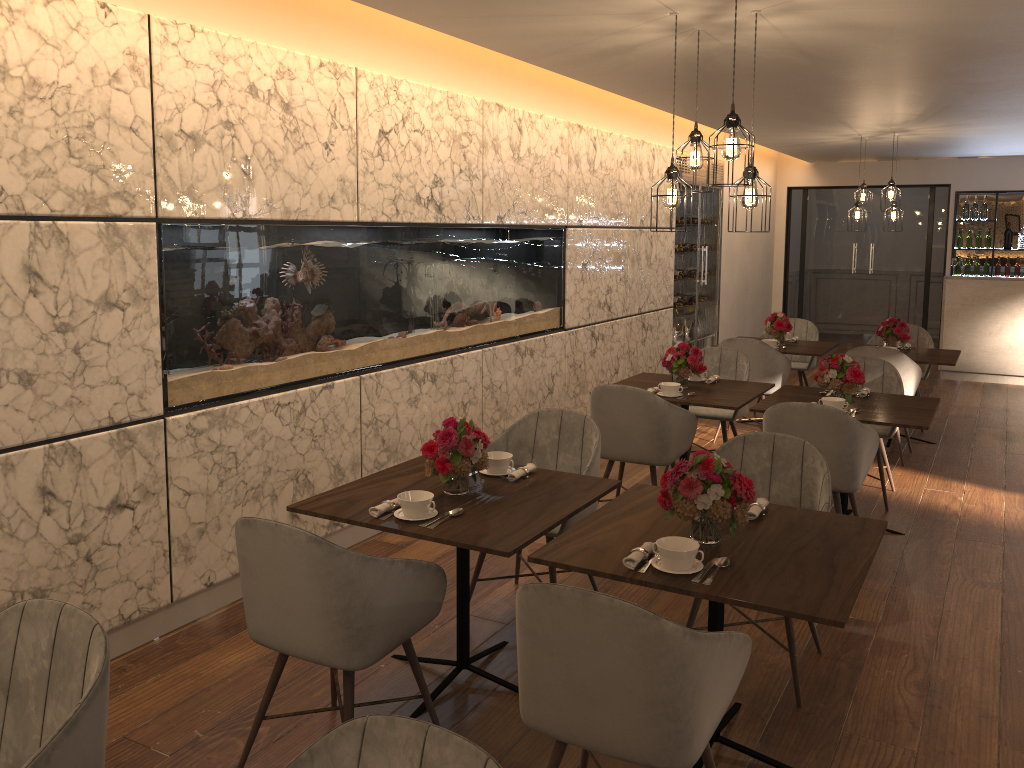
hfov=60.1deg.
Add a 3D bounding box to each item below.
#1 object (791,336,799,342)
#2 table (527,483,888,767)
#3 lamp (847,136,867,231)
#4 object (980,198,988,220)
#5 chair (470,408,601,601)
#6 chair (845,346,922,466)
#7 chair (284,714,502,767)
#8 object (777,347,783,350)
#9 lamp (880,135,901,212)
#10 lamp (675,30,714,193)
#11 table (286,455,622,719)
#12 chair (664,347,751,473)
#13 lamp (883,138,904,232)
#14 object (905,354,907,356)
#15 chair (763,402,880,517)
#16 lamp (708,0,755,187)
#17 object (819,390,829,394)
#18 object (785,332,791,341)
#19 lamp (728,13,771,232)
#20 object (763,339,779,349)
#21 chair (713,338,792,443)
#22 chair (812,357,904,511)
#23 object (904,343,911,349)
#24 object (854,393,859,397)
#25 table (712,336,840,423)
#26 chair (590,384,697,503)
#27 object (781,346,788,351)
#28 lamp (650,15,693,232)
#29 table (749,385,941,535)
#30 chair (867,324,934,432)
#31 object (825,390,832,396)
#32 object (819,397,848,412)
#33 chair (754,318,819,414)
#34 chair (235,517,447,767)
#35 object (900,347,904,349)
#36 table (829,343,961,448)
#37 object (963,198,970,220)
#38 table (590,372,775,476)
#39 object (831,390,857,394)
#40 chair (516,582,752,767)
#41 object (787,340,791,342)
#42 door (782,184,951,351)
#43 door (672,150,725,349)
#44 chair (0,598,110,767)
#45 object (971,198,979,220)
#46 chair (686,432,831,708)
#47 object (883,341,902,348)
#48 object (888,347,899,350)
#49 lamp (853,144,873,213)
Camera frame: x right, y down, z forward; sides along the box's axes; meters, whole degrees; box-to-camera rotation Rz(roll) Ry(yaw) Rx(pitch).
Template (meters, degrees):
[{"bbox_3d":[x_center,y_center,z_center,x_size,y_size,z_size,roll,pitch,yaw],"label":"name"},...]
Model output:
[{"bbox_3d":[2.520,-0.398,7.885,0.056,0.039,0.176,5,11,29],"label":"object"},{"bbox_3d":[0.653,0.843,2.850,0.898,0.716,0.901,5,10,29],"label":"table"},{"bbox_3d":[3.501,-2.570,8.858,0.175,2.057,0.176,4,8,30],"label":"lamp"},{"bbox_3d":[6.156,-2.292,11.536,0.075,0.308,0.075,-1,7,-14],"label":"object"},{"bbox_3d":[0.112,0.582,3.907,0.566,0.866,0.529,5,9,29],"label":"chair"},{"bbox_3d":[2.758,0.118,6.681,0.566,0.866,0.529,5,9,29],"label":"chair"},{"bbox_3d":[-0.262,1.031,1.293,0.566,0.866,0.529,5,9,29],"label":"chair"},{"bbox_3d":[2.235,-0.295,7.382,0.022,0.004,0.212,6,11,29],"label":"object"},{"bbox_3d":[3.687,-2.703,8.504,0.175,2.057,0.176,4,8,30],"label":"lamp"},{"bbox_3d":[0.899,-1.961,4.221,0.175,2.057,0.176,4,8,30],"label":"lamp"},{"bbox_3d":[-0.183,0.758,3.315,0.898,0.716,0.901,5,10,29],"label":"table"},{"bbox_3d":[1.372,0.203,6.143,0.566,0.866,0.529,5,9,29],"label":"chair"},{"bbox_3d":[3.846,-2.560,8.810,0.175,2.057,0.176,4,8,30],"label":"lamp"},{"bbox_3d":[3.064,-0.215,6.912,0.043,0.015,0.198,5,11,25],"label":"object"},{"bbox_3d":[1.547,0.482,4.533,0.566,0.866,0.529,5,9,29],"label":"chair"},{"bbox_3d":[0.923,-1.854,3.603,0.175,2.057,0.176,4,8,30],"label":"lamp"},{"bbox_3d":[1.892,0.045,5.367,0.043,0.015,0.198,5,11,25],"label":"object"},{"bbox_3d":[2.420,-0.424,7.938,0.148,0.072,0.149,-7,12,-38],"label":"object"},{"bbox_3d":[1.082,-1.711,3.910,0.175,2.057,0.176,4,8,30],"label":"lamp"},{"bbox_3d":[2.154,-0.332,7.393,0.148,0.072,0.149,-3,10,-18],"label":"object"},{"bbox_3d":[1.921,0.033,7.147,0.566,0.866,0.529,5,9,29],"label":"chair"},{"bbox_3d":[2.209,0.288,5.677,0.566,0.866,0.529,5,9,29],"label":"chair"},{"bbox_3d":[3.321,-0.316,7.439,0.056,0.039,0.176,5,11,29],"label":"object"},{"bbox_3d":[2.065,0.056,5.282,0.025,0.024,0.194,5,11,29],"label":"object"},{"bbox_3d":[2.288,0.016,7.699,0.898,0.716,0.901,5,10,29],"label":"table"},{"bbox_3d":[0.710,0.397,4.998,0.566,0.866,0.529,5,9,29],"label":"chair"},{"bbox_3d":[2.255,-0.297,7.362,0.043,0.015,0.198,6,11,32],"label":"object"},{"bbox_3d":[0.737,-1.722,3.958,0.175,2.057,0.176,4,8,30],"label":"lamp"},{"bbox_3d":[1.914,0.465,5.085,0.898,0.716,0.901,5,10,29],"label":"table"},{"bbox_3d":[3.420,-0.076,7.826,0.566,0.866,0.529,5,9,29],"label":"chair"},{"bbox_3d":[1.919,0.055,5.345,0.022,0.004,0.212,6,11,29],"label":"object"},{"bbox_3d":[1.734,0.117,4.781,0.148,0.072,0.149,-3,10,-18],"label":"object"},{"bbox_3d":[2.583,-0.161,8.291,0.566,0.866,0.529,5,9,29],"label":"chair"},{"bbox_3d":[-0.551,0.775,2.763,0.566,0.866,0.529,5,9,29],"label":"chair"},{"bbox_3d":[3.286,-0.311,7.448,0.025,0.024,0.194,5,11,29],"label":"object"},{"bbox_3d":[3.125,0.101,7.233,0.898,0.716,0.901,5,10,29],"label":"table"},{"bbox_3d":[5.974,-2.310,11.638,0.075,0.308,0.075,-4,8,-35],"label":"object"},{"bbox_3d":[1.077,0.380,5.550,0.898,0.716,0.901,5,10,29],"label":"table"},{"bbox_3d":[2.000,0.024,5.326,0.148,0.072,0.149,-3,10,-18],"label":"object"},{"bbox_3d":[0.286,0.861,2.297,0.566,0.866,0.529,5,9,29],"label":"chair"},{"bbox_3d":[2.485,-0.392,7.894,0.025,0.024,0.194,5,11,29],"label":"object"},{"bbox_3d":[4.918,-1.593,12.406,2.110,2.319,0.275,5,8,29],"label":"door"},{"bbox_3d":[2.057,-1.256,9.733,0.134,2.452,1.867,4,9,29],"label":"door"},{"bbox_3d":[-1.099,0.945,1.759,0.566,0.866,0.529,5,9,29],"label":"chair"},{"bbox_3d":[6.065,-2.301,11.587,0.075,0.308,0.075,-2,7,-17],"label":"object"},{"bbox_3d":[0.949,0.667,3.442,0.566,0.866,0.529,5,9,29],"label":"chair"},{"bbox_3d":[3.222,-0.343,7.492,0.148,0.072,0.149,-7,12,-38],"label":"object"},{"bbox_3d":[2.956,-0.250,6.947,0.148,0.072,0.149,-3,10,-18],"label":"object"},{"bbox_3d":[3.663,-2.810,9.121,0.175,2.057,0.176,4,8,30],"label":"lamp"}]
